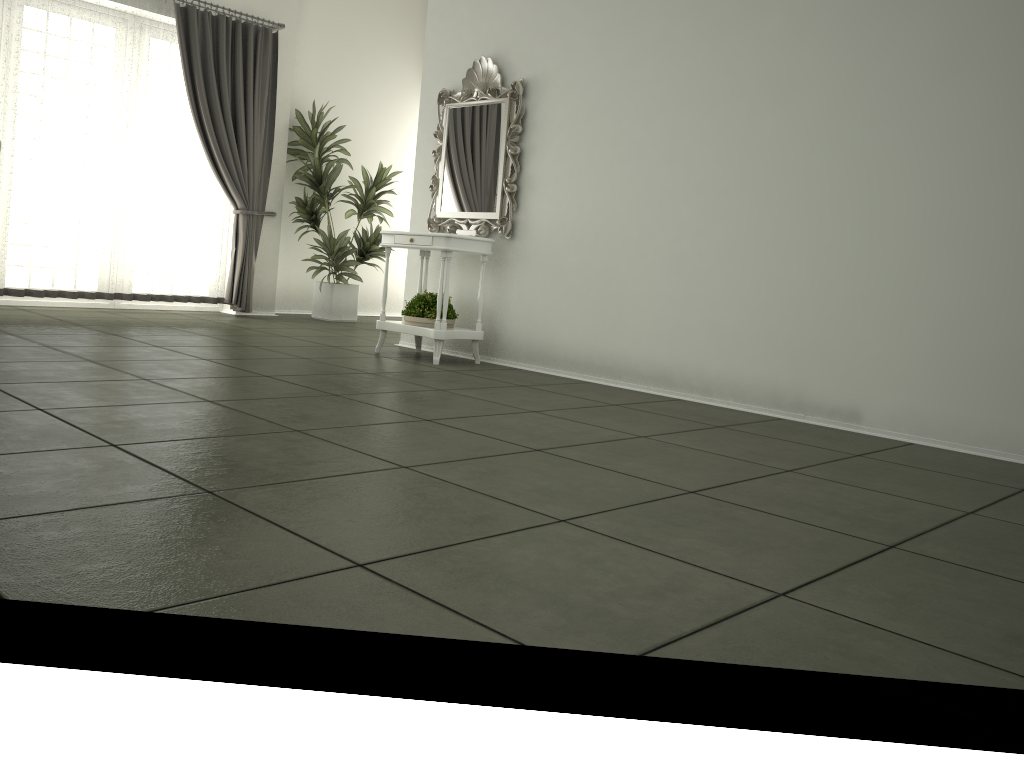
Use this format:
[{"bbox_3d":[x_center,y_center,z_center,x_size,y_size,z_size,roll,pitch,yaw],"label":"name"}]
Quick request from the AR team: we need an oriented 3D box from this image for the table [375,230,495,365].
[{"bbox_3d":[-0.526,-0.569,5.733,0.703,0.803,0.432,9,5,44],"label":"table"}]

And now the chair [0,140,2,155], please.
[{"bbox_3d":[-2.925,-0.722,4.306,0.599,1.060,0.689,8,5,44],"label":"chair"}]

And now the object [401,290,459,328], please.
[{"bbox_3d":[-0.527,-0.495,5.743,0.348,0.231,0.374,9,7,39],"label":"object"}]

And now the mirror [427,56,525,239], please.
[{"bbox_3d":[-0.248,-1.589,5.911,0.843,1.205,0.081,8,4,44],"label":"mirror"}]

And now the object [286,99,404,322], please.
[{"bbox_3d":[-1.631,-1.665,8.526,1.159,2.089,1.046,3,3,-28],"label":"object"}]

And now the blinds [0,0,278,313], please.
[{"bbox_3d":[-3.446,-1.879,6.969,0.664,2.592,3.657,7,5,43],"label":"blinds"}]
